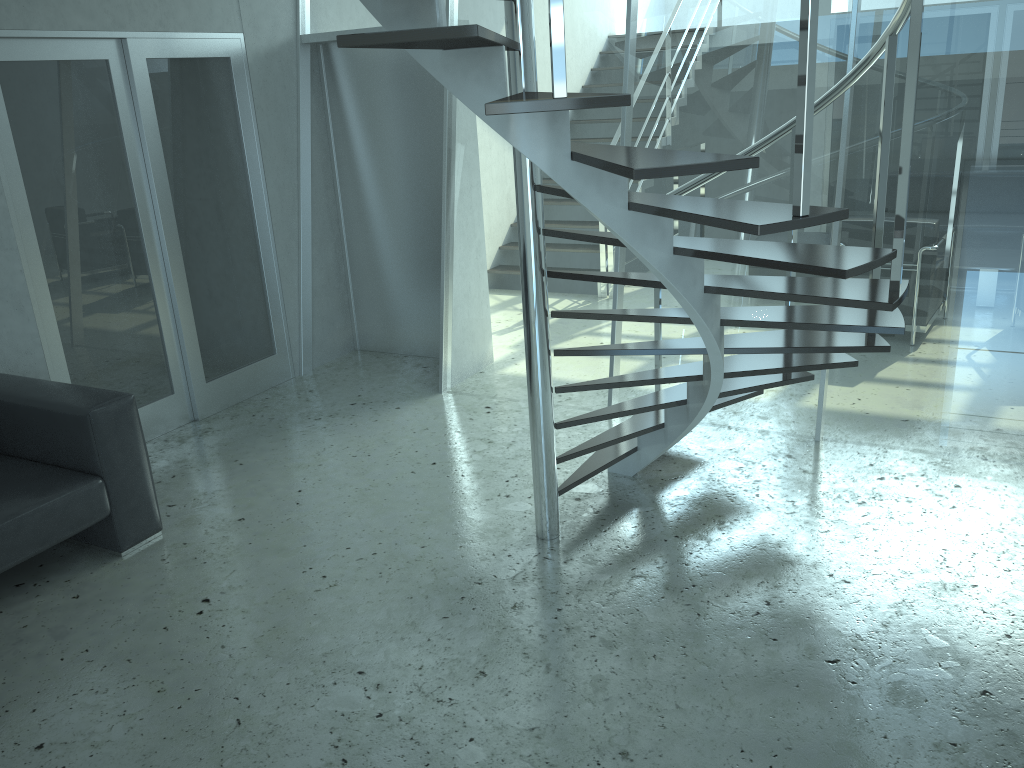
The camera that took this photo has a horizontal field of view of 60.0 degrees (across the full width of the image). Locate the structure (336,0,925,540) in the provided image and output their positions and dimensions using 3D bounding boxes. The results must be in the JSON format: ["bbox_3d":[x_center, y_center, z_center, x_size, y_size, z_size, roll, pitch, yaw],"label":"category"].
[{"bbox_3d":[-0.530,-1.393,3.243,3.780,4.156,2.655,7,22,28],"label":"structure"}]

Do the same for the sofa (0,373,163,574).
[{"bbox_3d":[-2.396,0.592,3.165,0.943,0.652,2.025,7,22,28],"label":"sofa"}]

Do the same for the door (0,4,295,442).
[{"bbox_3d":[-2.112,-1.318,5.405,1.162,3.200,2.576,-8,19,-12],"label":"door"}]
